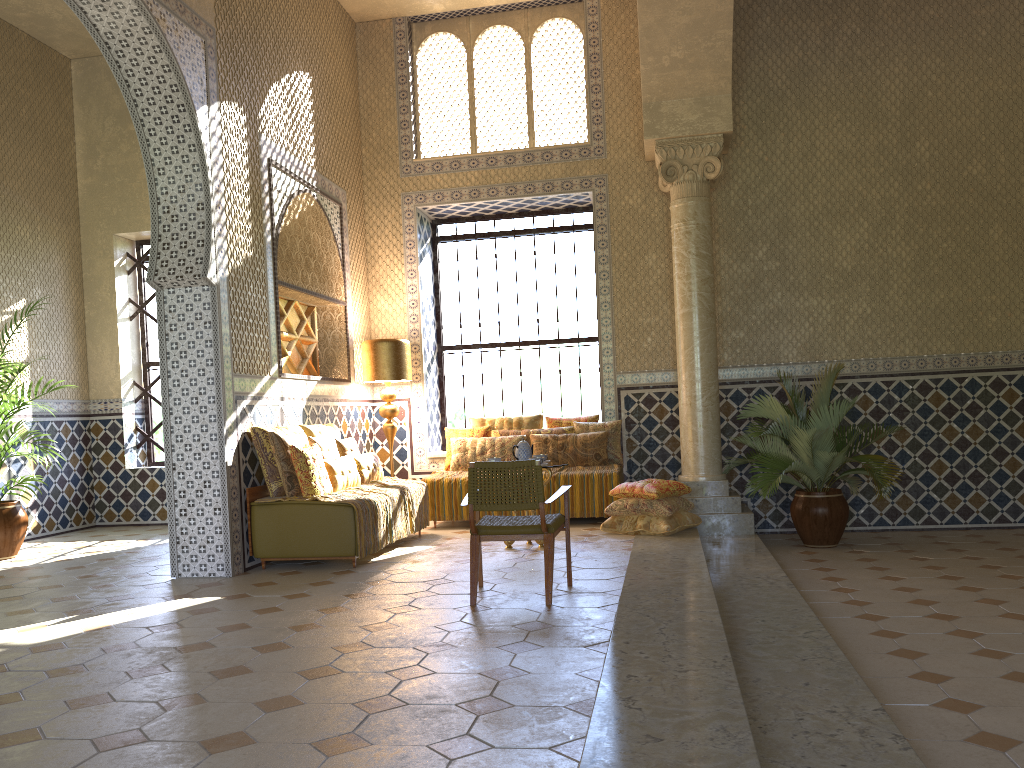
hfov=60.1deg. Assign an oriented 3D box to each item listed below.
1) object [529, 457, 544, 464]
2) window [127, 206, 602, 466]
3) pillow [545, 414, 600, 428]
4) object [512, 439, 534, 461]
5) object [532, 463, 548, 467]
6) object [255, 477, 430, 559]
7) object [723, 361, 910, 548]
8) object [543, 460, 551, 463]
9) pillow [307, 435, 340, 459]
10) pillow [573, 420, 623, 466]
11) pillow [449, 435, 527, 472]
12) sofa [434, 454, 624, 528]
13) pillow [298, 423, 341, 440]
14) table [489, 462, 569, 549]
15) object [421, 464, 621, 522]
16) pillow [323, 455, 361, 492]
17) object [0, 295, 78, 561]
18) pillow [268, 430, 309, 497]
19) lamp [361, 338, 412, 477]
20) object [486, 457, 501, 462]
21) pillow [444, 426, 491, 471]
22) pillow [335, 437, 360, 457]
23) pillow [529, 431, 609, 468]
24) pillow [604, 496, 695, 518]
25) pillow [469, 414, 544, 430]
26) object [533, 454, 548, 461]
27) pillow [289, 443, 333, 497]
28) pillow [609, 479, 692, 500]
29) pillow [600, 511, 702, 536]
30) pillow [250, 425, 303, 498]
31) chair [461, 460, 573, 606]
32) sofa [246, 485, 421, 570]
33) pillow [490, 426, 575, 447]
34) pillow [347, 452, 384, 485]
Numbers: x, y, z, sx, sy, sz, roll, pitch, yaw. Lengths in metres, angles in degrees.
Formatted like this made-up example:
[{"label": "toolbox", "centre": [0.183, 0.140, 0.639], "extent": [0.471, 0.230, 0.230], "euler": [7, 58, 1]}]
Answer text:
[{"label": "object", "centre": [0.290, 0.908, 10.348], "extent": [0.183, 0.100, 0.183], "euler": [-3, -1, 6]}, {"label": "window", "centre": [-2.719, -0.729, 15.031], "extent": [8.485, 3.994, 0.573], "euler": [-3, 1, 6]}, {"label": "pillow", "centre": [0.931, 0.878, 13.625], "extent": [0.856, 0.801, 0.393], "euler": [-3, 0, 10]}, {"label": "object", "centre": [0.136, 0.820, 10.698], "extent": [0.273, 0.324, 0.199], "euler": [-3, 0, -1]}, {"label": "object", "centre": [0.291, 0.946, 10.349], "extent": [0.256, 0.032, 0.256], "euler": [-3, -2, 6]}, {"label": "object", "centre": [-1.983, 1.612, 11.015], "extent": [1.314, 0.718, 2.885], "euler": [-3, -2, 10]}, {"label": "object", "centre": [4.217, 0.942, 11.914], "extent": [2.641, 2.504, 2.164], "euler": [-3, 0, -3]}, {"label": "object", "centre": [0.352, 0.967, 10.983], "extent": [0.255, 0.032, 0.256], "euler": [-2, -2, -11]}, {"label": "pillow", "centre": [-2.298, 0.977, 10.965], "extent": [0.341, 0.694, 0.740], "euler": [-3, -1, 10]}, {"label": "pillow", "centre": [1.290, 0.896, 13.283], "extent": [0.741, 0.694, 0.340], "euler": [-3, 0, 10]}, {"label": "pillow", "centre": [-0.367, 1.060, 13.333], "extent": [1.192, 0.547, 0.329], "euler": [-3, 0, 10]}, {"label": "sofa", "centre": [0.231, 1.599, 13.216], "extent": [2.850, 0.938, 1.273], "euler": [-3, -1, 10]}, {"label": "pillow", "centre": [-2.459, 0.933, 11.677], "extent": [0.422, 0.833, 1.192], "euler": [-3, -1, 10]}, {"label": "table", "centre": [0.156, 1.470, 10.672], "extent": [1.102, 0.981, 1.099], "euler": [-3, -1, 39]}, {"label": "object", "centre": [0.181, 1.591, 13.161], "extent": [2.887, 0.718, 1.314], "euler": [-3, -1, 10]}, {"label": "pillow", "centre": [-2.101, 1.120, 10.847], "extent": [0.271, 0.451, 0.982], "euler": [-3, -1, 10]}, {"label": "object", "centre": [-6.913, 0.544, 11.509], "extent": [2.258, 3.556, 2.751], "euler": [-3, 0, 13]}, {"label": "pillow", "centre": [-2.503, 0.925, 10.245], "extent": [0.383, 0.781, 0.833], "euler": [-3, -1, 10]}, {"label": "lamp", "centre": [-1.849, 0.745, 13.453], "extent": [0.736, 2.816, 0.737], "euler": [-3, 1, -21]}, {"label": "object", "centre": [-0.220, 0.945, 10.724], "extent": [0.183, 0.100, 0.183], "euler": [-2, -1, -9]}, {"label": "pillow", "centre": [-0.686, 0.999, 13.628], "extent": [0.741, 0.694, 0.340], "euler": [-3, 0, 10]}, {"label": "pillow", "centre": [-2.159, 1.029, 11.756], "extent": [0.313, 0.638, 0.681], "euler": [-3, -1, 10]}, {"label": "pillow", "centre": [0.839, 0.997, 13.122], "extent": [1.192, 0.547, 0.329], "euler": [-3, 0, 10]}, {"label": "pillow", "centre": [1.804, 1.609, 11.596], "extent": [0.932, 0.347, 0.879], "euler": [-4, -2, 30]}, {"label": "pillow", "centre": [-0.100, 0.900, 13.746], "extent": [1.193, 0.833, 0.422], "euler": [-3, 0, 10]}, {"label": "object", "centre": [0.350, 0.929, 10.982], "extent": [0.183, 0.100, 0.183], "euler": [-3, -1, -1]}, {"label": "pillow", "centre": [-2.266, 1.002, 10.061], "extent": [0.345, 0.652, 0.684], "euler": [-3, -1, 9]}, {"label": "pillow", "centre": [1.809, 1.400, 11.580], "extent": [0.805, 0.311, 0.747], "euler": [-4, -2, 44]}, {"label": "pillow", "centre": [1.833, 1.810, 11.605], "extent": [0.992, 0.368, 1.041], "euler": [-4, -2, 35]}, {"label": "pillow", "centre": [-2.664, 0.900, 10.499], "extent": [0.422, 0.833, 1.192], "euler": [-3, -1, 10]}, {"label": "chair", "centre": [0.023, 1.258, 7.829], "extent": [0.951, 1.210, 0.906], "euler": [-3, 0, 10]}, {"label": "sofa", "centre": [-2.041, 1.624, 11.038], "extent": [1.274, 0.938, 2.849], "euler": [-3, -2, 10]}, {"label": "pillow", "centre": [0.305, 0.977, 13.435], "extent": [1.342, 0.616, 0.370], "euler": [-3, 0, 10]}, {"label": "pillow", "centre": [-1.941, 1.146, 11.769], "extent": [0.271, 0.451, 0.982], "euler": [-3, -1, 10]}]
